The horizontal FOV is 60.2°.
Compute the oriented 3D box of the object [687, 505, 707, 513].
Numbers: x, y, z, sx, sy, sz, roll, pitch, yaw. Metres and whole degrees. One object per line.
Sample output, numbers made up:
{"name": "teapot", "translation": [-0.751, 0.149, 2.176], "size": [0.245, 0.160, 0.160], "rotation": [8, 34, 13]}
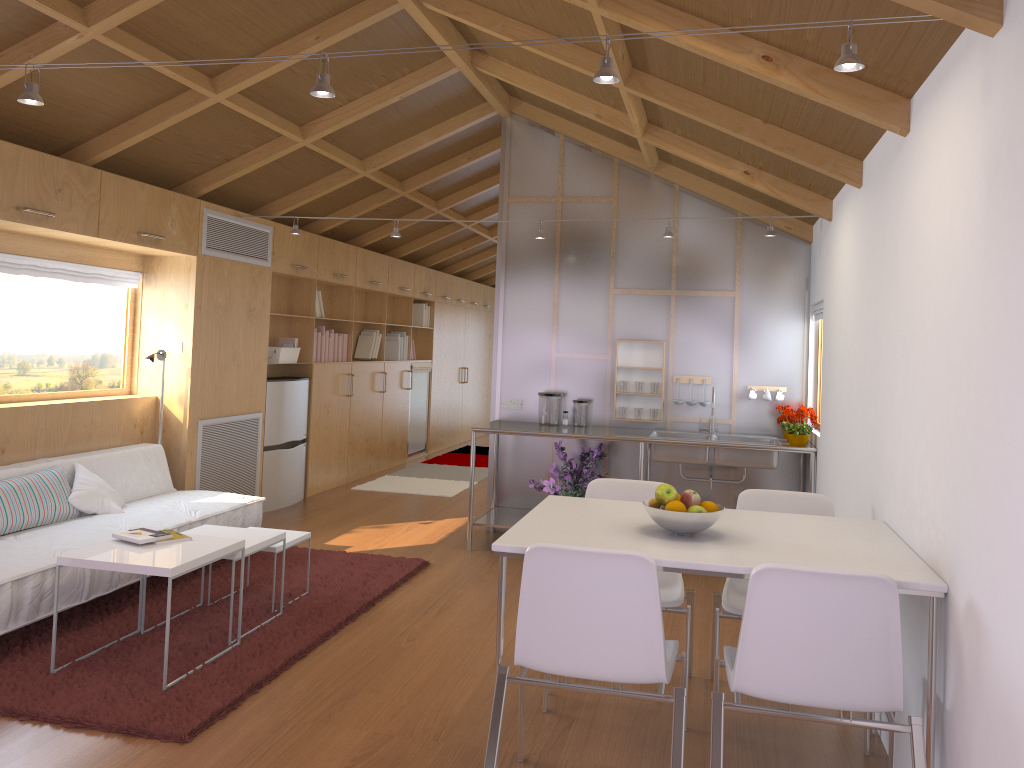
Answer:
{"name": "object", "translation": [0.570, 0.408, 2.720], "size": [0.070, 0.069, 0.077], "rotation": [2, 0, 13]}

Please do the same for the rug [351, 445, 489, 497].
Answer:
{"name": "rug", "translation": [-0.552, 0.885, 9.472], "size": [0.917, 0.011, 3.717], "rotation": [3, 3, 13]}

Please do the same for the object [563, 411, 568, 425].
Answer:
{"name": "object", "translation": [0.360, 0.229, 5.953], "size": [0.037, 0.093, 0.037], "rotation": [1, -2, 28]}

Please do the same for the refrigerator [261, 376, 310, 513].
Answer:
{"name": "refrigerator", "translation": [-1.839, 0.449, 6.932], "size": [0.262, 0.989, 0.712], "rotation": [2, -1, 13]}

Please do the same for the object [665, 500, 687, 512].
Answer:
{"name": "object", "translation": [0.503, 0.392, 2.719], "size": [0.067, 0.068, 0.067], "rotation": [2, 0, -11]}

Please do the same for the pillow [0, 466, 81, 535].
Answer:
{"name": "pillow", "translation": [-2.378, 0.570, 4.032], "size": [0.171, 0.252, 1.040], "rotation": [2, 2, 13]}

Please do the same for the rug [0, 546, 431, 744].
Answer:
{"name": "rug", "translation": [-1.691, 1.063, 4.251], "size": [1.886, 0.020, 2.478], "rotation": [3, 3, 13]}

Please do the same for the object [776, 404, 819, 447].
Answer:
{"name": "object", "translation": [1.759, 0.251, 5.487], "size": [0.233, 0.235, 0.687], "rotation": [2, 2, 13]}

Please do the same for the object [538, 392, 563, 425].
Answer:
{"name": "object", "translation": [0.260, 0.170, 6.057], "size": [0.172, 0.216, 0.171], "rotation": [2, 0, 26]}

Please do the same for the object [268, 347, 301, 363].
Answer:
{"name": "object", "translation": [-1.829, -0.229, 6.948], "size": [0.203, 0.123, 0.349], "rotation": [2, 2, 13]}

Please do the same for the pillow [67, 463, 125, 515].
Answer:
{"name": "pillow", "translation": [-2.163, 0.551, 4.622], "size": [0.267, 0.252, 0.346], "rotation": [2, 1, -23]}

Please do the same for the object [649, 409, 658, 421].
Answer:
{"name": "object", "translation": [0.957, 0.206, 5.970], "size": [0.061, 0.077, 0.061], "rotation": [2, 0, -13]}

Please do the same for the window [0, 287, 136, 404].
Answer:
{"name": "window", "translation": [-2.625, -0.304, 4.974], "size": [0.035, 0.791, 1.494], "rotation": [2, 1, 13]}

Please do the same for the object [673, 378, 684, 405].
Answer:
{"name": "object", "translation": [1.118, 0.052, 5.938], "size": [0.074, 0.183, 0.074], "rotation": [1, -2, 45]}

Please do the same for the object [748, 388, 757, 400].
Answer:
{"name": "object", "translation": [1.591, 0.065, 5.851], "size": [0.059, 0.080, 0.062], "rotation": [2, 0, 13]}

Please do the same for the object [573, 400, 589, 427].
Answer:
{"name": "object", "translation": [0.467, 0.200, 6.028], "size": [0.113, 0.177, 0.113], "rotation": [2, -1, 34]}

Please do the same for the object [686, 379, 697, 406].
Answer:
{"name": "object", "translation": [1.201, 0.056, 5.919], "size": [0.074, 0.183, 0.074], "rotation": [1, -2, 45]}

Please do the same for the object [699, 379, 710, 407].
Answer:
{"name": "object", "translation": [1.285, 0.060, 5.900], "size": [0.074, 0.183, 0.074], "rotation": [1, -2, 45]}

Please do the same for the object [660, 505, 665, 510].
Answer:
{"name": "object", "translation": [0.504, 0.409, 2.789], "size": [0.080, 0.089, 0.078], "rotation": [2, 0, -28]}

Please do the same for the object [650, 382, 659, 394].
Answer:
{"name": "object", "translation": [0.963, 0.029, 5.976], "size": [0.061, 0.077, 0.061], "rotation": [2, 0, -13]}

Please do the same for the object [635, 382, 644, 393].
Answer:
{"name": "object", "translation": [0.862, 0.024, 5.999], "size": [0.061, 0.077, 0.061], "rotation": [2, 0, -13]}

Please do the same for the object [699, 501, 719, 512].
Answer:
{"name": "object", "translation": [0.615, 0.401, 2.773], "size": [0.067, 0.066, 0.068], "rotation": [2, 0, -33]}

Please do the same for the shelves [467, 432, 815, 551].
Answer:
{"name": "shelves", "translation": [0.813, 0.721, 5.700], "size": [2.093, 0.755, 0.631], "rotation": [3, 0, 13]}

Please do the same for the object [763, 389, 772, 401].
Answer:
{"name": "object", "translation": [1.682, 0.071, 5.825], "size": [0.059, 0.081, 0.062], "rotation": [2, 0, 20]}

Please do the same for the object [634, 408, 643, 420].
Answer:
{"name": "object", "translation": [0.856, 0.201, 5.993], "size": [0.061, 0.077, 0.061], "rotation": [2, 0, -13]}

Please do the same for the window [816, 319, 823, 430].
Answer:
{"name": "window", "translation": [1.923, -0.101, 5.407], "size": [0.026, 0.797, 0.723], "rotation": [2, 0, 13]}

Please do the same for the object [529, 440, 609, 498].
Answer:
{"name": "object", "translation": [0.363, 0.632, 5.691], "size": [0.525, 0.554, 0.351], "rotation": [2, -1, 4]}

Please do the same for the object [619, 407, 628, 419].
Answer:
{"name": "object", "translation": [0.755, 0.197, 6.016], "size": [0.061, 0.077, 0.061], "rotation": [2, 0, 25]}

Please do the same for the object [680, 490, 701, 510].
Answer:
{"name": "object", "translation": [0.558, 0.365, 2.771], "size": [0.061, 0.067, 0.063], "rotation": [2, 0, -39]}

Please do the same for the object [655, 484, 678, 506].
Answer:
{"name": "object", "translation": [0.482, 0.347, 2.766], "size": [0.070, 0.069, 0.077], "rotation": [2, 0, 13]}

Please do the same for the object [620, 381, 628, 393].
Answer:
{"name": "object", "translation": [0.761, 0.019, 6.023], "size": [0.061, 0.077, 0.061], "rotation": [2, 0, 25]}

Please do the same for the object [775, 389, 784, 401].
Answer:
{"name": "object", "translation": [1.759, 0.073, 5.813], "size": [0.059, 0.080, 0.062], "rotation": [2, 0, 13]}
